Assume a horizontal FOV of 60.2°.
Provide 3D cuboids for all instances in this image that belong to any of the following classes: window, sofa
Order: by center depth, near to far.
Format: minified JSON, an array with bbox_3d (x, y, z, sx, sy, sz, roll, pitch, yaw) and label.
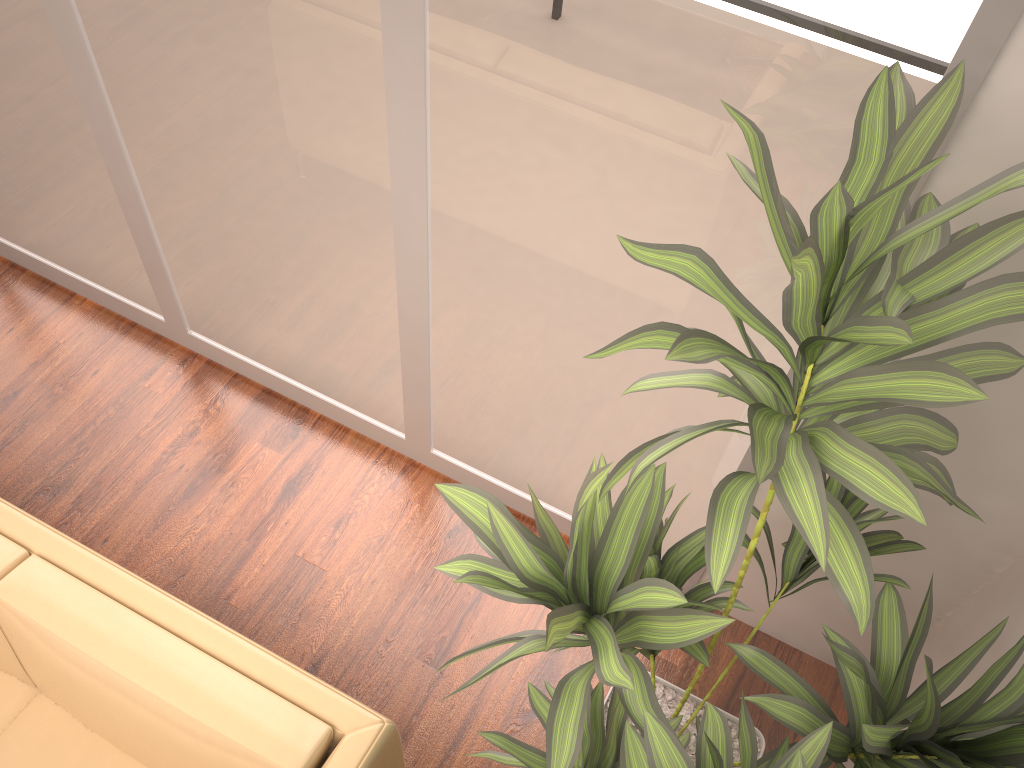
[{"bbox_3d":[-1.256,0.855,2.101,1.788,0.877,0.846,25,56,12],"label":"sofa"},{"bbox_3d":[-2.915,-1.986,2.331,8.499,3.432,0.060,25,56,12],"label":"window"}]

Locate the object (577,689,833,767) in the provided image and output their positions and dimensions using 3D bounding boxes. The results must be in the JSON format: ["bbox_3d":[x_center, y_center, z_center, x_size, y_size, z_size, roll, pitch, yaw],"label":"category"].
[{"bbox_3d":[0.134,1.033,1.292,0.951,2.201,1.050,37,59,20],"label":"object"}]

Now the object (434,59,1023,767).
[{"bbox_3d":[0.436,0.569,1.634,0.943,2.201,1.059,-37,64,-27],"label":"object"}]
